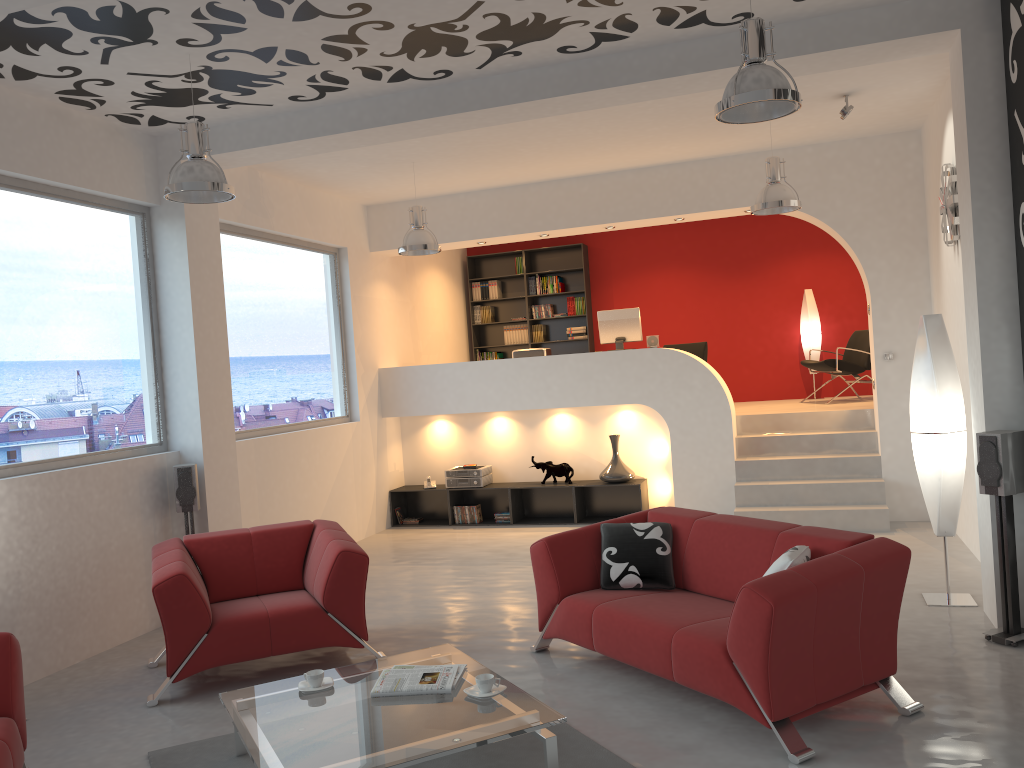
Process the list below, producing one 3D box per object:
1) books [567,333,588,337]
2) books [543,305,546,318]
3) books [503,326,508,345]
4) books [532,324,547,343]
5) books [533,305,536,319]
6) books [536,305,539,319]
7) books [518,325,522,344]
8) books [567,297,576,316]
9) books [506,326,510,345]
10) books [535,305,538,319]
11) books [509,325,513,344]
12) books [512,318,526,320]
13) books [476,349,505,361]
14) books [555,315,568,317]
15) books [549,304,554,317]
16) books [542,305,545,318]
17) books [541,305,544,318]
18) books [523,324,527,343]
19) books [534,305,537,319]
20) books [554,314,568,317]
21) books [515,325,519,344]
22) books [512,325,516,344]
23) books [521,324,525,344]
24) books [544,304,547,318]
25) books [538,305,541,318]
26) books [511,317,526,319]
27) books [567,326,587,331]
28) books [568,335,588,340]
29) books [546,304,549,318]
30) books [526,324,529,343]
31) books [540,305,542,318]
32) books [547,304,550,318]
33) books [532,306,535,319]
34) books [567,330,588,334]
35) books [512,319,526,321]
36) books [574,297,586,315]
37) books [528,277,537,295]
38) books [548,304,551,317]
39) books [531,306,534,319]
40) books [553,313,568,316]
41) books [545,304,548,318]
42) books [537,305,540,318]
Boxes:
[{"bbox_3d":[0.887,-0.656,11.861,0.260,0.040,0.200,-4,1,18],"label":"books"},{"bbox_3d":[0.456,-0.980,12.027,0.031,0.190,0.135,-4,1,18],"label":"books"},{"bbox_3d":[-0.059,-0.665,12.186,0.040,0.260,0.200,-4,1,18],"label":"books"},{"bbox_3d":[0.372,-0.683,12.057,0.146,0.240,0.170,-4,1,18],"label":"books"},{"bbox_3d":[0.328,-0.972,12.069,0.031,0.190,0.135,-4,1,18],"label":"books"},{"bbox_3d":[0.370,-0.975,12.055,0.031,0.190,0.135,-4,1,18],"label":"books"},{"bbox_3d":[0.133,-0.677,12.123,0.040,0.260,0.200,-4,1,18],"label":"books"},{"bbox_3d":[0.810,-1.036,11.901,0.090,0.256,0.181,-4,1,18],"label":"books"},{"bbox_3d":[-0.021,-0.667,12.173,0.040,0.260,0.200,-4,1,18],"label":"books"},{"bbox_3d":[0.356,-0.974,12.059,0.031,0.190,0.135,-4,1,18],"label":"books"},{"bbox_3d":[0.018,-0.670,12.161,0.040,0.260,0.200,-4,1,18],"label":"books"},{"bbox_3d":[0.114,-0.885,12.142,0.190,0.015,0.135,-4,1,18],"label":"books"},{"bbox_3d":[-0.296,-0.345,12.264,0.341,0.286,0.231,-4,1,18],"label":"books"},{"bbox_3d":[0.668,-0.906,11.960,0.190,0.015,0.135,-4,1,13],"label":"books"},{"bbox_3d":[0.541,-0.986,11.999,0.031,0.190,0.135,-4,1,18],"label":"books"},{"bbox_3d":[0.441,-0.979,12.031,0.031,0.190,0.135,-4,1,18],"label":"books"},{"bbox_3d":[0.427,-0.979,12.036,0.031,0.190,0.135,-4,1,18],"label":"books"},{"bbox_3d":[0.210,-0.682,12.097,0.040,0.260,0.200,-4,1,18],"label":"books"},{"bbox_3d":[0.342,-0.973,12.064,0.031,0.190,0.135,-4,1,18],"label":"books"},{"bbox_3d":[0.672,-0.922,11.958,0.190,0.015,0.135,-4,1,18],"label":"books"},{"bbox_3d":[0.094,-0.675,12.136,0.040,0.260,0.200,-4,1,18],"label":"books"},{"bbox_3d":[0.056,-0.672,12.148,0.040,0.260,0.200,-4,1,18],"label":"books"},{"bbox_3d":[0.172,-0.680,12.110,0.040,0.260,0.200,-4,1,18],"label":"books"},{"bbox_3d":[0.470,-0.981,12.022,0.031,0.190,0.135,-4,1,18],"label":"books"},{"bbox_3d":[0.399,-0.977,12.045,0.031,0.190,0.135,-4,1,18],"label":"books"},{"bbox_3d":[0.095,-0.899,12.147,0.190,0.015,0.135,-4,1,18],"label":"books"},{"bbox_3d":[0.884,-0.736,11.849,0.260,0.040,0.200,-4,1,18],"label":"books"},{"bbox_3d":[0.909,-0.618,11.859,0.260,0.040,0.200,-4,1,20],"label":"books"},{"bbox_3d":[0.498,-0.983,12.013,0.031,0.190,0.135,-4,1,18],"label":"books"},{"bbox_3d":[0.249,-0.685,12.085,0.040,0.260,0.200,-4,1,18],"label":"books"},{"bbox_3d":[0.413,-0.978,12.041,0.031,0.190,0.135,-4,1,18],"label":"books"},{"bbox_3d":[0.513,-0.984,12.008,0.031,0.190,0.135,-4,1,18],"label":"books"},{"bbox_3d":[0.313,-0.971,12.074,0.031,0.190,0.135,-4,1,18],"label":"books"},{"bbox_3d":[0.880,-0.696,11.861,0.260,0.040,0.200,-4,1,18],"label":"books"},{"bbox_3d":[0.108,-0.870,12.145,0.190,0.015,0.135,-4,1,18],"label":"books"},{"bbox_3d":[0.924,-1.036,11.863,0.146,0.240,0.170,-4,1,18],"label":"books"},{"bbox_3d":[0.301,-1.320,12.056,0.090,0.256,0.181,-4,1,18],"label":"books"},{"bbox_3d":[0.527,-0.985,12.003,0.031,0.190,0.135,-4,1,18],"label":"books"},{"bbox_3d":[0.299,-0.970,12.078,0.031,0.190,0.135,-4,1,18],"label":"books"},{"bbox_3d":[0.662,-0.936,11.961,0.190,0.015,0.135,-4,1,23],"label":"books"},{"bbox_3d":[0.484,-0.982,12.017,0.031,0.190,0.135,-4,1,18],"label":"books"},{"bbox_3d":[0.385,-0.976,12.050,0.031,0.190,0.135,-4,1,18],"label":"books"}]
